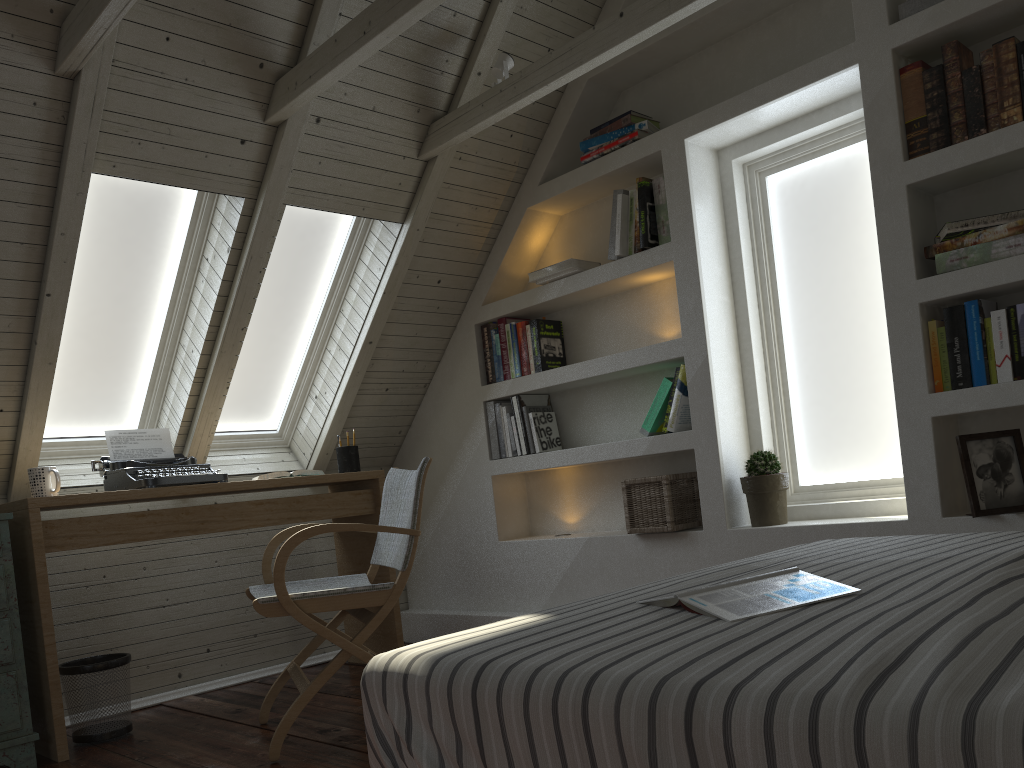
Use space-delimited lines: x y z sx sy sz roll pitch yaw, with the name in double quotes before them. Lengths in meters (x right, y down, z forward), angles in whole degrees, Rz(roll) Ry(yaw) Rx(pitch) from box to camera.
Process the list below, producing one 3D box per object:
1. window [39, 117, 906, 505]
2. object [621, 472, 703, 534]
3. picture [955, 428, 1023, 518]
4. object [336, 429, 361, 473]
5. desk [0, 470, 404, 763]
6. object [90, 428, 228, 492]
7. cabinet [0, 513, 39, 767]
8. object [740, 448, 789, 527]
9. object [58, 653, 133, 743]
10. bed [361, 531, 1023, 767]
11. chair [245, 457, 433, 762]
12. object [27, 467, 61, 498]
"window" -0.336 -0.131 2.964 3.114 1.371 1.400 -9 -4 23
"object" 0.552 0.435 3.223 0.203 0.200 0.206 -3 -5 -45
"picture" 1.292 0.242 2.387 0.173 0.223 0.127 -6 -1 -4
"object" -0.669 0.277 3.577 0.088 0.186 0.088 -7 -1 9
"desk" -1.074 0.777 3.246 1.317 0.804 0.381 -2 -4 -44
"object" -1.240 0.255 3.130 0.357 0.238 0.386 -10 -6 40
"cabinet" -1.838 0.788 2.443 0.799 0.766 0.419 -3 -3 -45
"object" 0.851 0.339 2.955 0.161 0.271 0.159 -8 -2 38
"object" -1.373 1.041 2.921 0.226 0.252 0.223 -9 -4 40
"bed" 0.926 0.347 1.153 1.862 0.703 1.898 -1 -8 -44
"chair" -0.521 0.658 2.709 0.557 0.790 0.555 -6 -2 -20
"object" -1.494 0.319 2.831 0.108 0.100 0.083 -6 -3 -4
